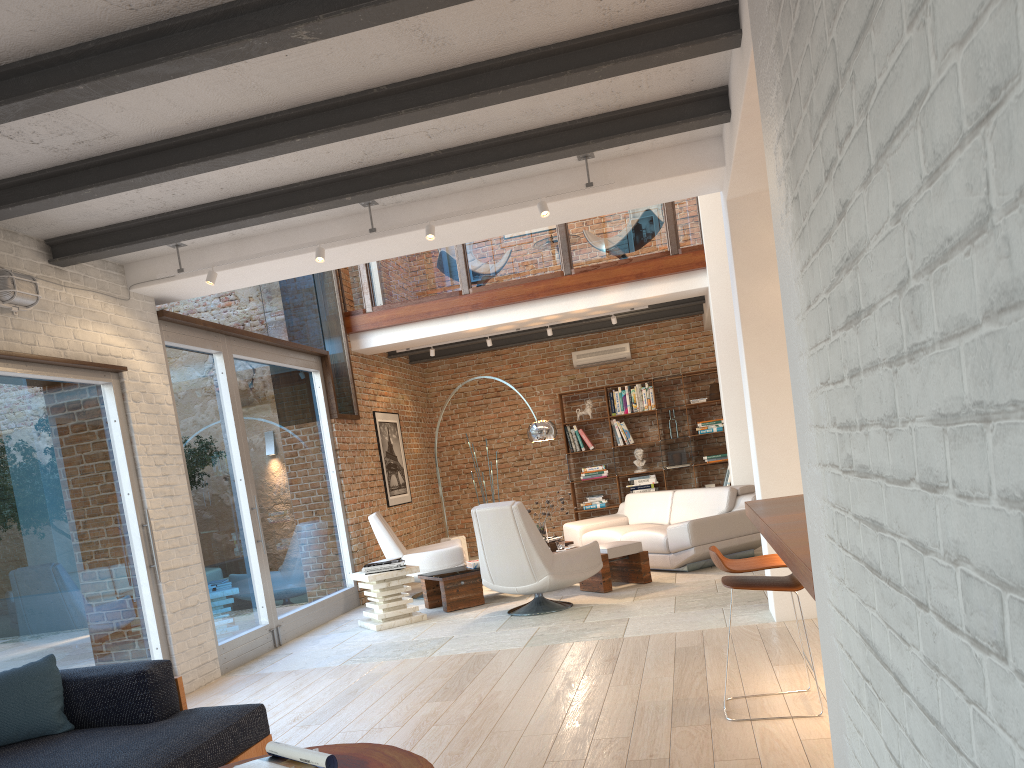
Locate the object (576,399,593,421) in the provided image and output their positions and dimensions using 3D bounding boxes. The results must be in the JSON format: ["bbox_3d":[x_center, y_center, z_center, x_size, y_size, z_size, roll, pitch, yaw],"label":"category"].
[{"bbox_3d":[1.027,0.366,12.306,0.254,0.284,0.128,-8,3,19],"label":"object"}]

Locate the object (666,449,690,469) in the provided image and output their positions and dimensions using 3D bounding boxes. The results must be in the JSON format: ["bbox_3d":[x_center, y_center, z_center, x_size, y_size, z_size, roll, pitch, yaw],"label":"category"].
[{"bbox_3d":[2.307,1.044,12.154,0.337,0.234,0.281,-9,-1,11],"label":"object"}]

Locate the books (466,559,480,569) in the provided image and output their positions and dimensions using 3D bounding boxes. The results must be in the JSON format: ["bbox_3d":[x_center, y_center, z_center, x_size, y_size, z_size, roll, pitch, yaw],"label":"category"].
[{"bbox_3d":[-0.265,1.761,8.603,0.324,0.056,0.257,-7,-5,-18],"label":"books"}]

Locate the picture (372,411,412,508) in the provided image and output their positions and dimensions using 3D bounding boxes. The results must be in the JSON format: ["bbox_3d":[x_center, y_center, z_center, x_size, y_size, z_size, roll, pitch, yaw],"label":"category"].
[{"bbox_3d":[-1.508,0.951,11.070,0.028,1.201,0.903,-7,2,11],"label":"picture"}]

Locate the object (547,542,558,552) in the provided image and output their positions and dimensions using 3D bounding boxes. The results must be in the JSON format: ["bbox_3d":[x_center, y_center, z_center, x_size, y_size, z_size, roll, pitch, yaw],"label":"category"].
[{"bbox_3d":[0.404,1.611,8.626,0.093,0.082,0.115,-8,-2,-17],"label":"object"}]

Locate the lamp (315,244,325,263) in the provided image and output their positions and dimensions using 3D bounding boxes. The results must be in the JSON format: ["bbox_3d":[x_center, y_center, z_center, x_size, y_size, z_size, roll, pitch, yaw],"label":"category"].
[{"bbox_3d":[-1.235,-0.842,5.603,0.061,0.121,0.085,-7,2,13],"label":"lamp"}]

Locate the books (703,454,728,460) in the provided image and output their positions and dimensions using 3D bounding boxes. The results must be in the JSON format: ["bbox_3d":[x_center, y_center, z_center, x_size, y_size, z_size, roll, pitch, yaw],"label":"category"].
[{"bbox_3d":[2.836,0.999,12.064,0.381,0.036,0.243,-9,-5,10],"label":"books"}]

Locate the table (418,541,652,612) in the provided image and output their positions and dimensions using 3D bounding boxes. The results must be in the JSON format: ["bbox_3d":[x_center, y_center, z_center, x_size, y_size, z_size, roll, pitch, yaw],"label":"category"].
[{"bbox_3d":[0.084,1.891,8.827,1.949,0.430,2.230,-6,-6,-28],"label":"table"}]

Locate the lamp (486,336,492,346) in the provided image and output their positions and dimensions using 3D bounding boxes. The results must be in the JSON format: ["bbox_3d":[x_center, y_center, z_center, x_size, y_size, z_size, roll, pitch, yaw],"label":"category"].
[{"bbox_3d":[-0.276,-0.515,10.529,0.061,0.121,0.085,-7,2,13],"label":"lamp"}]

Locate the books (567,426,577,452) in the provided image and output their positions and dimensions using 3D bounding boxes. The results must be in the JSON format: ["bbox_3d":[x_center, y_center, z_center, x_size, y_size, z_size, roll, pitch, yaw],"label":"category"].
[{"bbox_3d":[0.867,0.788,12.450,0.092,0.386,0.241,-7,2,11],"label":"books"}]

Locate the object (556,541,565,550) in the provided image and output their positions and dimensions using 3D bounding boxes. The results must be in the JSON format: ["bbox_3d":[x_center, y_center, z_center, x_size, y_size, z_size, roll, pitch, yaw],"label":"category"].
[{"bbox_3d":[0.476,1.575,8.499,0.090,0.085,0.092,-8,-1,-29],"label":"object"}]

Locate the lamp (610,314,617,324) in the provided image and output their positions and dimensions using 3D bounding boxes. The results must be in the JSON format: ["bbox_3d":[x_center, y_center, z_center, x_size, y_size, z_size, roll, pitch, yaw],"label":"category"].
[{"bbox_3d":[1.195,-0.759,10.223,0.061,0.116,0.093,-7,1,18],"label":"lamp"}]

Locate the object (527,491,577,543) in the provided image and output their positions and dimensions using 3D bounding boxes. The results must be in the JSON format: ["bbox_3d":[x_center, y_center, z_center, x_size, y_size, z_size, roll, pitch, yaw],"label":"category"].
[{"bbox_3d":[0.414,1.368,8.855,0.538,0.610,0.317,-8,3,-17],"label":"object"}]

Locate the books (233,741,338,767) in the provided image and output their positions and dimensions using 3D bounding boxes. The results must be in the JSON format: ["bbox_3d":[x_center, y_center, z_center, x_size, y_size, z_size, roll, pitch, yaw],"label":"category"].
[{"bbox_3d":[-0.690,1.113,2.449,0.326,0.109,0.269,-12,-6,44],"label":"books"}]

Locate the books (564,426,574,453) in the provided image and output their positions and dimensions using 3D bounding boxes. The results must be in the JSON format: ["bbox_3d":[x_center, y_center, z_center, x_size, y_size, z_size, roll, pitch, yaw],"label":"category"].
[{"bbox_3d":[0.829,0.794,12.451,0.092,0.386,0.241,-7,2,11],"label":"books"}]

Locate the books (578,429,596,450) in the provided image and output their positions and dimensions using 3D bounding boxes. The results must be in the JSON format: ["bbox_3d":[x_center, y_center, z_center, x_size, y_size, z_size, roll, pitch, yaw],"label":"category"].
[{"bbox_3d":[1.067,0.790,12.422,0.196,0.320,0.252,-8,1,11],"label":"books"}]

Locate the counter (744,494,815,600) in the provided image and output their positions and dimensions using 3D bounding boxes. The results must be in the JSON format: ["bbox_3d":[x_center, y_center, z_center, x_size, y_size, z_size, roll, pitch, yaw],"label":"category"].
[{"bbox_3d":[1.848,0.857,3.180,1.695,0.921,2.483,-9,-4,11],"label":"counter"}]

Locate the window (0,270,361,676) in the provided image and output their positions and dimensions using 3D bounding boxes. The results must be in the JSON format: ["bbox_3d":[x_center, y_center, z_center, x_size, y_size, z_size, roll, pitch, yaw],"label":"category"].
[{"bbox_3d":[-3.081,-0.932,5.760,0.651,6.409,12.266,-7,-3,11],"label":"window"}]

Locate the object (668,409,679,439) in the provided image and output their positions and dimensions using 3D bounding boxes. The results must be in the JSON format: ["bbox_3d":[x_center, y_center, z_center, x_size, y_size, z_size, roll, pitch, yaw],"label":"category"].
[{"bbox_3d":[2.235,0.554,12.090,0.122,0.401,0.061,-7,5,14],"label":"object"}]

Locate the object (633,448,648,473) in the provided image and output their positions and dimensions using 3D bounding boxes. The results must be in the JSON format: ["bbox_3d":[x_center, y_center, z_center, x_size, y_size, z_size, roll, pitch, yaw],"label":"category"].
[{"bbox_3d":[1.795,1.073,12.284,0.198,0.352,0.190,-7,3,27],"label":"object"}]

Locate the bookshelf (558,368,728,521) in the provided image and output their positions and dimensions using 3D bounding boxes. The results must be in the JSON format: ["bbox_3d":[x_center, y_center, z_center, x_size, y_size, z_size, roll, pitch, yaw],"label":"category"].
[{"bbox_3d":[2.304,0.997,12.166,3.050,2.214,0.359,-9,5,12],"label":"bookshelf"}]

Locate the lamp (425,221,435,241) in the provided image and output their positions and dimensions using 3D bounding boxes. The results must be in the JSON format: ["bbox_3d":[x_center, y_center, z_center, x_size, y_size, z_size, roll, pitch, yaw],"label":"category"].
[{"bbox_3d":[-0.512,-0.955,5.448,0.061,0.129,0.085,-7,2,13],"label":"lamp"}]

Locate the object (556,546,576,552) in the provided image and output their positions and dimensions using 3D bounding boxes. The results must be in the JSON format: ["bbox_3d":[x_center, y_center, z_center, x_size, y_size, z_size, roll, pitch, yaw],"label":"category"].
[{"bbox_3d":[0.513,1.615,8.579,0.269,0.035,0.251,-7,-5,-17],"label":"object"}]

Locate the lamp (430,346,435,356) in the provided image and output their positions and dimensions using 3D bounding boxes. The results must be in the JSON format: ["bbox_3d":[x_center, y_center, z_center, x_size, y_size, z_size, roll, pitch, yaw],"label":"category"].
[{"bbox_3d":[-0.977,-0.396,10.678,0.059,0.129,0.086,-9,2,-19],"label":"lamp"}]

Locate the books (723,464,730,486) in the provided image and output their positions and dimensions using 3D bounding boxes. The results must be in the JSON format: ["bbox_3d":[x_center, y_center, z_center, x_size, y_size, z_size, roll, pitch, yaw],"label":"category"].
[{"bbox_3d":[2.980,1.297,12.103,0.164,0.374,0.241,-7,2,11],"label":"books"}]

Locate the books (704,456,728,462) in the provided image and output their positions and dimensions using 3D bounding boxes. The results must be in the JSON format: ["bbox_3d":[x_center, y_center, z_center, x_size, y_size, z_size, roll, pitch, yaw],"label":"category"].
[{"bbox_3d":[2.862,1.036,12.098,0.381,0.036,0.243,-9,-5,7],"label":"books"}]

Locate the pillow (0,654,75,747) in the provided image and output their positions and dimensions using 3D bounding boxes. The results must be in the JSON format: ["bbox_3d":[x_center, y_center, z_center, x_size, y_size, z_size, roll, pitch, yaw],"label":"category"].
[{"bbox_3d":[-2.218,1.386,3.741,0.558,0.330,0.380,-7,-1,-28],"label":"pillow"}]

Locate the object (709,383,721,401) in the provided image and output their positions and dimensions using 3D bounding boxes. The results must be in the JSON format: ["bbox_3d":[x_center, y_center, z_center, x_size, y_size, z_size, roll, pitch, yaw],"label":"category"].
[{"bbox_3d":[2.789,0.108,11.923,0.191,0.234,0.194,-9,1,-31],"label":"object"}]

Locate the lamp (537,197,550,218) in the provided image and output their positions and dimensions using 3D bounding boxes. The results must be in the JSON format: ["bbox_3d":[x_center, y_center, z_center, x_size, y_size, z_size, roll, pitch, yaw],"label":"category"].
[{"bbox_3d":[0.190,-1.071,5.300,0.059,0.129,0.086,-9,2,-19],"label":"lamp"}]

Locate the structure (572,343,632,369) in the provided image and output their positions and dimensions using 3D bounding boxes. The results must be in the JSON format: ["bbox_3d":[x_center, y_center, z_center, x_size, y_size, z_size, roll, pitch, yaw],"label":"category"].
[{"bbox_3d":[1.271,-0.399,12.338,0.817,0.220,0.198,-9,0,12],"label":"structure"}]

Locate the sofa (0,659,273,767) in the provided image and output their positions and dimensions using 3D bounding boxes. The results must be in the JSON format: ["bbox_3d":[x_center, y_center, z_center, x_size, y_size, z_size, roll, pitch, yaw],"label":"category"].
[{"bbox_3d":[-1.904,1.430,2.127,2.090,0.661,3.930,-9,-5,11],"label":"sofa"}]

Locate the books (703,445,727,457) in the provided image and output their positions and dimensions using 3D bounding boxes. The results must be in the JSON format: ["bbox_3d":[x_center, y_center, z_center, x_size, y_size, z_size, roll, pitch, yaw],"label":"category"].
[{"bbox_3d":[2.817,0.924,12.068,0.337,0.119,0.212,-9,-3,12],"label":"books"}]

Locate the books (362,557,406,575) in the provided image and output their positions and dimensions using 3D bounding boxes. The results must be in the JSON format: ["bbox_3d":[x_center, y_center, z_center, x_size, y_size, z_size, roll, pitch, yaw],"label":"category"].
[{"bbox_3d":[-1.167,1.669,8.049,0.388,0.079,0.570,-8,-5,-5],"label":"books"}]

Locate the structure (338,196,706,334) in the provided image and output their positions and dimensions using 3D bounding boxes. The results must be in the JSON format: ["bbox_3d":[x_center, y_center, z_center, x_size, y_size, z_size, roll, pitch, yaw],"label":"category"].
[{"bbox_3d":[2.184,-0.627,5.281,10.207,4.149,13.784,-9,-4,11],"label":"structure"}]

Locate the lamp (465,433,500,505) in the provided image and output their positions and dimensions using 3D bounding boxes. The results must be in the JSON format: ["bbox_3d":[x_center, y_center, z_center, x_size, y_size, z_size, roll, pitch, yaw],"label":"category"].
[{"bbox_3d":[-0.333,1.564,12.094,0.415,1.831,0.199,-10,5,-18],"label":"lamp"}]

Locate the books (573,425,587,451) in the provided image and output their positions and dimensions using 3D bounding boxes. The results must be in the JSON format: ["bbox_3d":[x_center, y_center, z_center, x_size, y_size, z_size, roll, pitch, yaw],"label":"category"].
[{"bbox_3d":[0.968,0.772,12.416,0.122,0.383,0.241,-7,2,11],"label":"books"}]

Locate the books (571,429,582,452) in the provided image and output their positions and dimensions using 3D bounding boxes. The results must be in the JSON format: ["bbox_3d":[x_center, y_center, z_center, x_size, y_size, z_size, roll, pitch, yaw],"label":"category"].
[{"bbox_3d":[0.924,0.807,12.461,0.103,0.335,0.252,-7,1,11],"label":"books"}]

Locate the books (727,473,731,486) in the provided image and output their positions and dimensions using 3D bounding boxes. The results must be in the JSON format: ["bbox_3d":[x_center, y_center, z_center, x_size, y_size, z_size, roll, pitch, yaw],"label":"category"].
[{"bbox_3d":[3.015,1.288,12.072,0.162,0.375,0.241,-7,2,11],"label":"books"}]

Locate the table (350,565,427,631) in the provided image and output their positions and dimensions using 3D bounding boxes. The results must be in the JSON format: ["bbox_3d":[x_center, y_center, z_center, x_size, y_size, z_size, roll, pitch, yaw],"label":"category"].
[{"bbox_3d":[-1.136,1.956,8.019,0.489,0.506,0.499,-8,0,-29],"label":"table"}]

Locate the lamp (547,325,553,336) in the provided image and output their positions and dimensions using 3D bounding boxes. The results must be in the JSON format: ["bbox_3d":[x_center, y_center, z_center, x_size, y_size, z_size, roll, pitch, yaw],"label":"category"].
[{"bbox_3d":[0.447,-0.630,10.374,0.061,0.129,0.085,-7,2,13],"label":"lamp"}]

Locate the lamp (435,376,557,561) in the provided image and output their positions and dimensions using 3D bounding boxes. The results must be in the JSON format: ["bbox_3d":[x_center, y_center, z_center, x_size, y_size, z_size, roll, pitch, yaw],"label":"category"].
[{"bbox_3d":[-0.189,1.078,9.993,0.314,2.361,2.053,-13,3,-43],"label":"lamp"}]

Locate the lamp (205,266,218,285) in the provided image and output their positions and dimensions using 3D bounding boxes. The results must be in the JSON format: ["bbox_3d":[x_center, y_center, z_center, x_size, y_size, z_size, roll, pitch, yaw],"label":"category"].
[{"bbox_3d":[-1.991,-0.711,5.773,0.086,0.130,0.059,-9,3,-28],"label":"lamp"}]

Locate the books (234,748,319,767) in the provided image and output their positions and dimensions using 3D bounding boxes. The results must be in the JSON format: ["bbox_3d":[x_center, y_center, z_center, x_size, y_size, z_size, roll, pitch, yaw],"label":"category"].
[{"bbox_3d":[-0.684,1.133,2.530,0.251,0.011,0.320,-7,-5,-14],"label":"books"}]

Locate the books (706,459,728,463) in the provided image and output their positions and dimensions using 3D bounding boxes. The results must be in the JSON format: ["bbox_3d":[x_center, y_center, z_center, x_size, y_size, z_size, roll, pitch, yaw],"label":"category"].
[{"bbox_3d":[2.877,1.061,12.083,0.357,0.021,0.271,-9,-5,10],"label":"books"}]

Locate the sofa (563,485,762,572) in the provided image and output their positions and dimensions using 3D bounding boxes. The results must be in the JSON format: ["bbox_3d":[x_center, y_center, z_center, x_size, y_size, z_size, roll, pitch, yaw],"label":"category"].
[{"bbox_3d":[1.631,1.567,9.507,1.131,0.757,2.355,-7,-4,-29],"label":"sofa"}]

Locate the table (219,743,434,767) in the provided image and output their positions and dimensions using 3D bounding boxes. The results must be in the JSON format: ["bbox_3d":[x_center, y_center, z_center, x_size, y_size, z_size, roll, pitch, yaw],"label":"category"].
[{"bbox_3d":[-0.673,1.350,2.002,1.084,0.447,1.817,-9,-5,17],"label":"table"}]

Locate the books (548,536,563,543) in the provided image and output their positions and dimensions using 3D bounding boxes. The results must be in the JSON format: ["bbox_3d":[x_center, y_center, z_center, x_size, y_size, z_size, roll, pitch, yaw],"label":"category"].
[{"bbox_3d":[0.325,1.694,9.349,0.253,0.074,0.395,-12,-7,43],"label":"books"}]
